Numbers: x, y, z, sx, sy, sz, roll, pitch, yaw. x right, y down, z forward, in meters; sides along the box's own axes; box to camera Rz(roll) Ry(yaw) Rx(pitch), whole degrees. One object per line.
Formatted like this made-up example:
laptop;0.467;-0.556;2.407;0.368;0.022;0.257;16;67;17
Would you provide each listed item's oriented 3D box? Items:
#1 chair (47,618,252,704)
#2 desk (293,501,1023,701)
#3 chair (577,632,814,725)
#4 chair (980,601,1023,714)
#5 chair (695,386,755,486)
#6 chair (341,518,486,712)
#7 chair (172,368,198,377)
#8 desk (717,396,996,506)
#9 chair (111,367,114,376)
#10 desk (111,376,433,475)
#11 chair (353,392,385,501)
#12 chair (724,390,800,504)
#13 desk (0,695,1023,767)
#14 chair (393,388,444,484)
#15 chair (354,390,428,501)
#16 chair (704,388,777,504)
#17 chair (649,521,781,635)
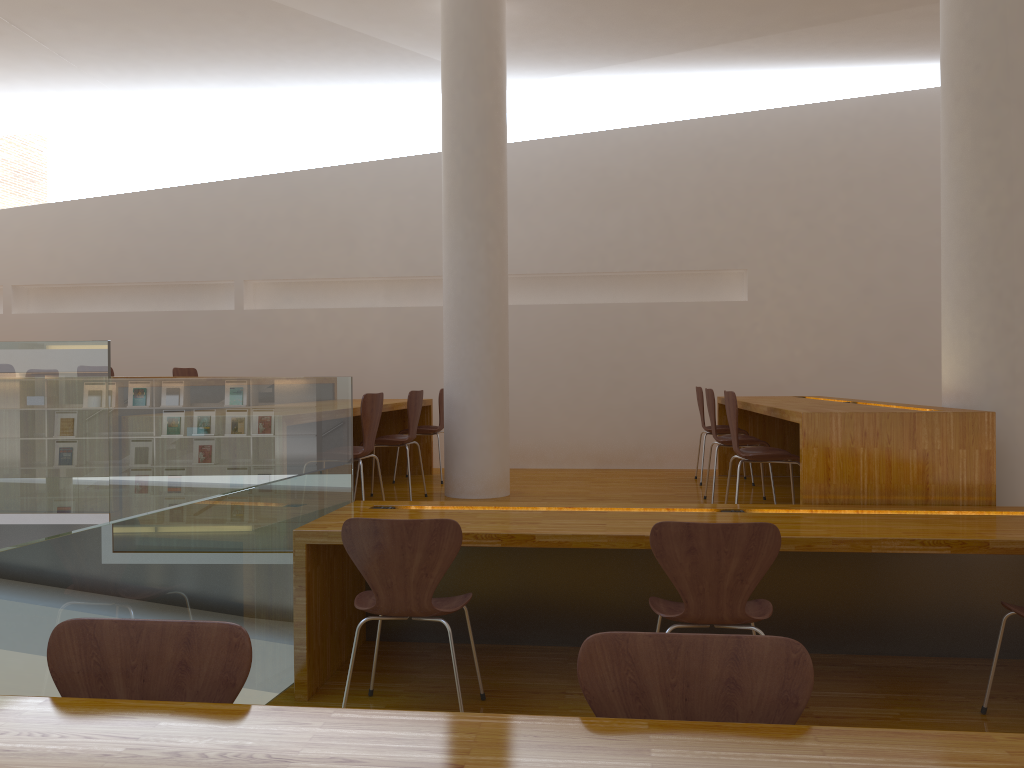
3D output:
chair;-0.676;0.779;1.449;0.428;0.693;0.381;0;0;7
desk;0.854;0.804;3.316;3.185;0.606;0.760;0;0;7
chair;0.289;0.772;1.333;0.428;0.693;0.381;0;0;7
chair;1.752;0.753;2.755;0.428;0.693;0.381;0;0;7
chair;1.523;0.364;6.392;0.381;0.693;0.428;0;0;7
chair;-0.327;0.767;2.967;0.428;0.693;0.381;0;0;7
chair;-2.367;0.219;6.859;0.381;0.693;0.428;0;0;7
desk;1.771;0.407;5.211;0.760;0.606;3.185;0;0;7
chair;-2.539;0.227;5.753;0.381;0.693;0.428;0;0;7
desk;-1.584;0.348;5.579;1.527;0.785;3.243;0;0;7
chair;-0.875;0.393;4.575;0.381;0.693;0.428;0;0;7
chair;1.235;0.378;4.321;0.381;0.693;0.428;0;0;7
desk;0.351;0.980;0.711;3.236;0.918;1.285;0;0;7
chair;-0.663;0.379;6.655;0.381;0.693;0.428;0;0;7
chair;-0.759;0.386;5.540;0.381;0.693;0.428;0;0;7
chair;1.351;0.372;5.286;0.381;0.693;0.428;0;0;7
chair;0.637;0.761;2.851;0.428;0.693;0.381;0;0;7
